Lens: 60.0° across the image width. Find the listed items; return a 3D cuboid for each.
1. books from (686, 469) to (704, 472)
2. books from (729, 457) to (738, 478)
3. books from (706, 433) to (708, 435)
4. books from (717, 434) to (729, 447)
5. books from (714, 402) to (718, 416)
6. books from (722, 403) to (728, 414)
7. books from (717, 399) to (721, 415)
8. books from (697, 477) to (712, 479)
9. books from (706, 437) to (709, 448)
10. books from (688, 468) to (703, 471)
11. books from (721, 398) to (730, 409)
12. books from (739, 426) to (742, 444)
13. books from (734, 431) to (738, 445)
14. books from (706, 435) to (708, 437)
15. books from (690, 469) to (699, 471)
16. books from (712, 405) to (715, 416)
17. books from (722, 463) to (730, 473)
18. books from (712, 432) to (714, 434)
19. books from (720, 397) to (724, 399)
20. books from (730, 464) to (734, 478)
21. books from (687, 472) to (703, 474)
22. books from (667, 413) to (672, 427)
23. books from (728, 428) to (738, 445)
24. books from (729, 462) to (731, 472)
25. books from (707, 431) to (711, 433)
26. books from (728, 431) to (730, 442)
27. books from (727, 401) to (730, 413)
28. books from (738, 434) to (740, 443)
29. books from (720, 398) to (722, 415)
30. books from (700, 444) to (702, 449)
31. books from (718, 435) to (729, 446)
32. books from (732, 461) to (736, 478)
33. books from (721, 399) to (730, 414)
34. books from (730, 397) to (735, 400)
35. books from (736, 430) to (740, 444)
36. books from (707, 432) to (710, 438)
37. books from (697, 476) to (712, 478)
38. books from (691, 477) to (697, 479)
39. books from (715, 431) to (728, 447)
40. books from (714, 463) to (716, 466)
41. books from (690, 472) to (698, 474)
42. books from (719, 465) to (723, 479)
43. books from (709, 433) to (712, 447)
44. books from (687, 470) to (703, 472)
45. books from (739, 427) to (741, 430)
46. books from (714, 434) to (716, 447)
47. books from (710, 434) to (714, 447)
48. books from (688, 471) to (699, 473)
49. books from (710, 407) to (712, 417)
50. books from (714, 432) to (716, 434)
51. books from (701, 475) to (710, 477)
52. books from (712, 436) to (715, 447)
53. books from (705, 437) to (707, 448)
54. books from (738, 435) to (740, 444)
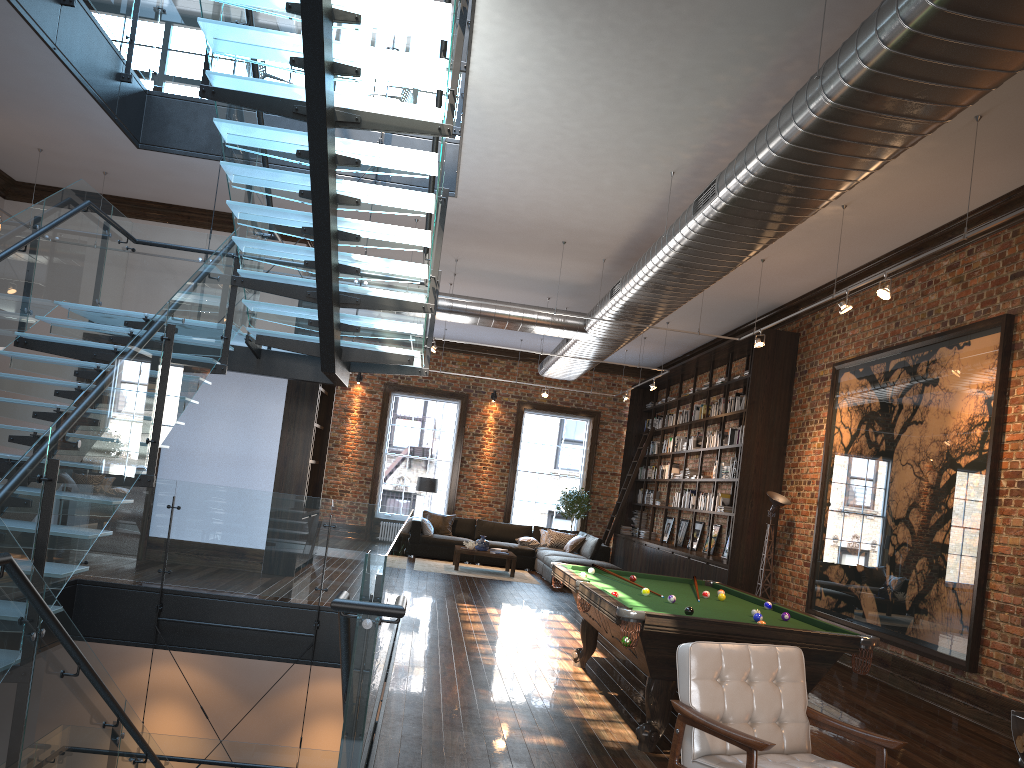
[{"bbox_3d":[3.177,1.502,15.392,0.296,0.004,0.145,8,-7,-7],"label":"books"},{"bbox_3d":[3.378,1.280,13.379,0.180,0.338,0.013,7,-2,-5],"label":"books"},{"bbox_3d":[3.298,0.974,14.864,0.179,0.274,0.099,7,-3,-5],"label":"books"},{"bbox_3d":[3.364,0.920,14.154,0.171,0.237,0.058,7,-2,-5],"label":"books"},{"bbox_3d":[3.395,0.434,14.443,0.185,0.257,0.032,7,-2,-5],"label":"books"},{"bbox_3d":[3.435,0.423,14.092,0.188,0.207,0.052,8,-2,-5],"label":"books"},{"bbox_3d":[3.410,0.397,14.292,0.183,0.298,0.018,7,-2,-5],"label":"books"},{"bbox_3d":[3.209,1.568,14.788,0.159,0.009,0.286,8,-7,-5],"label":"books"},{"bbox_3d":[3.313,0.985,14.656,0.181,0.207,0.030,8,-2,-5],"label":"books"},{"bbox_3d":[3.179,1.486,15.395,0.259,0.005,0.142,7,-7,-1],"label":"books"},{"bbox_3d":[3.437,0.385,14.159,0.188,0.296,0.015,7,-2,-5],"label":"books"},{"bbox_3d":[3.461,0.774,13.117,0.181,0.293,0.025,7,-2,-5],"label":"books"},{"bbox_3d":[3.433,0.827,13.313,0.187,0.229,0.035,8,-2,-5],"label":"books"},{"bbox_3d":[3.295,0.985,14.816,0.186,0.243,0.079,8,-3,-5],"label":"books"},{"bbox_3d":[3.177,1.496,15.404,0.285,0.012,0.160,8,-7,-9],"label":"books"},{"bbox_3d":[3.387,0.467,14.604,0.174,0.229,0.014,8,-2,-5],"label":"books"},{"bbox_3d":[3.358,1.370,13.850,0.138,0.266,0.034,7,-2,-5],"label":"books"},{"bbox_3d":[3.351,0.936,14.580,0.138,0.295,0.024,7,-2,-5],"label":"books"},{"bbox_3d":[3.427,0.385,14.307,0.184,0.328,0.008,7,-2,-5],"label":"books"},{"bbox_3d":[3.382,1.329,13.354,0.179,0.236,0.036,8,-2,-5],"label":"books"},{"bbox_3d":[3.171,1.544,15.400,0.283,0.010,0.170,8,-7,-6],"label":"books"},{"bbox_3d":[3.135,0.735,17.367,0.163,0.296,0.029,7,-2,-5],"label":"books"},{"bbox_3d":[3.401,0.814,13.386,0.245,0.264,0.038,8,-2,-5],"label":"books"},{"bbox_3d":[3.375,1.301,13.392,0.184,0.299,0.013,7,-2,-5],"label":"books"},{"bbox_3d":[3.321,0.954,14.878,0.143,0.322,0.116,7,-3,-5],"label":"books"},{"bbox_3d":[3.423,0.862,13.714,0.161,0.253,0.014,7,-2,-5],"label":"books"},{"bbox_3d":[3.460,0.392,13.870,0.172,0.218,0.027,8,-2,-5],"label":"books"},{"bbox_3d":[3.464,0.824,13.199,0.177,0.215,0.015,8,-2,-5],"label":"books"},{"bbox_3d":[3.431,0.387,14.223,0.183,0.306,0.009,7,-2,-5],"label":"books"},{"bbox_3d":[3.285,0.986,14.911,0.190,0.259,0.094,7,-3,-5],"label":"books"},{"bbox_3d":[3.374,0.927,14.126,0.182,0.218,0.051,8,-2,-5],"label":"books"},{"bbox_3d":[3.395,1.299,13.285,0.167,0.281,0.072,7,-2,-5],"label":"books"},{"bbox_3d":[3.431,0.392,14.146,0.180,0.278,0.009,7,-2,-5],"label":"books"},{"bbox_3d":[3.473,0.353,13.841,0.150,0.293,0.032,7,-2,-5],"label":"books"},{"bbox_3d":[3.447,0.811,13.214,0.189,0.239,0.016,8,-2,-5],"label":"books"},{"bbox_3d":[3.320,0.957,14.736,0.159,0.284,0.014,7,-2,-5],"label":"books"},{"bbox_3d":[3.211,1.550,14.788,0.159,0.009,0.286,8,-7,-5],"label":"books"},{"bbox_3d":[3.185,1.624,15.149,0.205,0.035,0.268,8,-7,-4],"label":"books"},{"bbox_3d":[3.357,0.900,14.233,0.183,0.284,0.034,7,-2,-5],"label":"books"},{"bbox_3d":[3.315,1.408,14.192,0.174,0.263,0.026,7,-2,-5],"label":"books"},{"bbox_3d":[3.171,1.555,15.380,0.199,0.015,0.134,8,-7,-5],"label":"books"},{"bbox_3d":[3.323,1.393,13.879,0.184,0.221,0.033,8,-2,-5],"label":"books"},{"bbox_3d":[3.331,0.951,14.608,0.166,0.268,0.011,7,-2,-5],"label":"books"},{"bbox_3d":[3.175,1.513,15.403,0.243,0.015,0.166,7,-7,-2],"label":"books"},{"bbox_3d":[3.469,0.797,13.252,0.162,0.282,0.056,7,-2,-5],"label":"books"},{"bbox_3d":[3.356,0.932,14.298,0.186,0.237,0.035,8,-2,-5],"label":"books"},{"bbox_3d":[3.334,0.956,14.536,0.160,0.241,0.031,7,-2,-5],"label":"books"},{"bbox_3d":[3.172,1.531,15.408,0.196,0.019,0.174,7,-7,0],"label":"books"},{"bbox_3d":[3.376,0.487,14.684,0.183,0.206,0.053,8,-2,-5],"label":"books"},{"bbox_3d":[3.362,0.930,14.467,0.154,0.283,0.015,7,-2,-5],"label":"books"},{"bbox_3d":[3.207,1.541,14.788,0.161,0.009,0.255,7,-7,-3],"label":"books"},{"bbox_3d":[3.336,0.955,14.389,0.181,0.208,0.024,8,-2,-5],"label":"books"},{"bbox_3d":[3.296,0.998,14.784,0.224,0.208,0.065,8,-2,-5],"label":"books"},{"bbox_3d":[3.456,0.819,13.173,0.165,0.217,0.036,8,-2,-5],"label":"books"}]
